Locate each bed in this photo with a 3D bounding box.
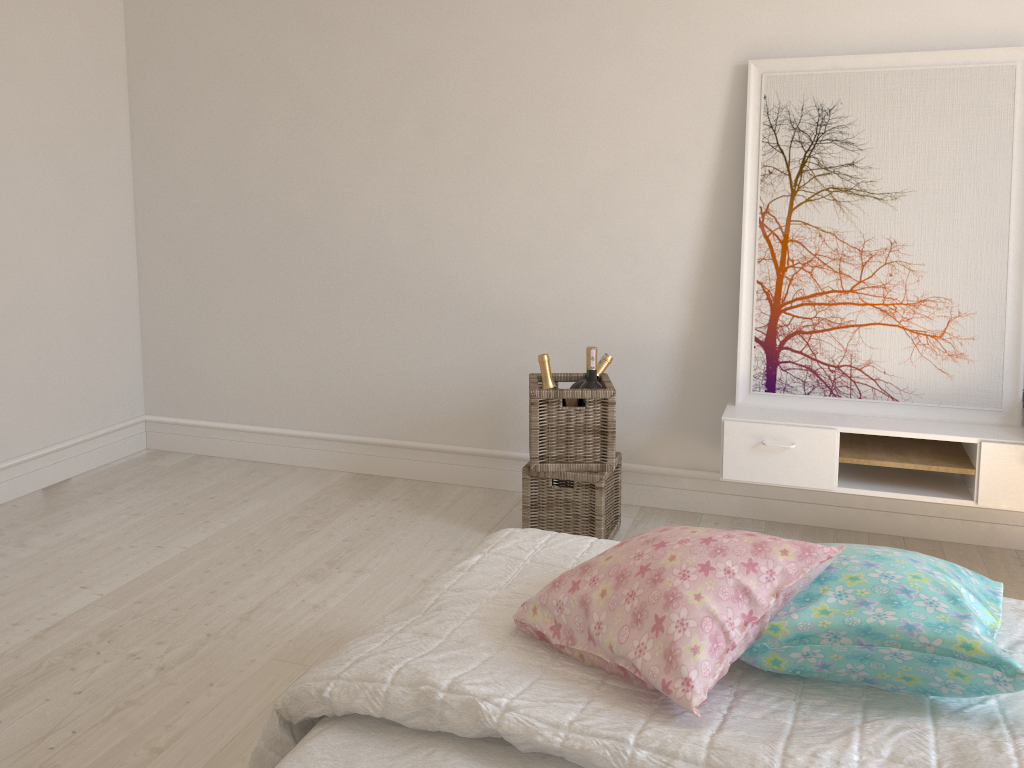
[{"bbox_3d":[0.289,0.660,0.909,1.955,0.623,2.243,4,13,19],"label":"bed"}]

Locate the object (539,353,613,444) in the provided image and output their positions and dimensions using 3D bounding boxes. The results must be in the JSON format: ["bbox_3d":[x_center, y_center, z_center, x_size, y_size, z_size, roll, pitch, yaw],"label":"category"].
[{"bbox_3d":[0.216,0.066,3.023,0.285,0.328,0.096,-4,8,-21],"label":"object"}]

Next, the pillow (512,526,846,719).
[{"bbox_3d":[0.239,0.312,1.305,0.355,0.200,0.398,-9,14,-37],"label":"pillow"}]

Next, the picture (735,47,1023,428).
[{"bbox_3d":[1.185,-0.482,2.855,0.855,1.148,0.165,3,8,19],"label":"picture"}]

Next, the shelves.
[{"bbox_3d":[1.248,0.220,2.807,1.116,0.207,0.373,4,12,19],"label":"shelves"}]

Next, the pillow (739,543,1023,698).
[{"bbox_3d":[0.528,0.333,1.301,0.382,0.166,0.367,5,12,24],"label":"pillow"}]

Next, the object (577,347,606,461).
[{"bbox_3d":[0.261,0.066,2.898,0.095,0.373,0.096,5,9,36],"label":"object"}]

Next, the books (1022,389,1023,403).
[{"bbox_3d":[1.669,0.061,2.634,0.191,0.032,0.263,0,12,2],"label":"books"}]

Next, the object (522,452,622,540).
[{"bbox_3d":[0.207,0.387,2.996,0.276,0.267,0.279,3,10,19],"label":"object"}]

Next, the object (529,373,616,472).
[{"bbox_3d":[0.197,0.123,2.971,0.276,0.267,0.280,0,10,0],"label":"object"}]

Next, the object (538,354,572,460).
[{"bbox_3d":[0.146,0.079,2.899,0.127,0.357,0.095,0,7,0],"label":"object"}]
